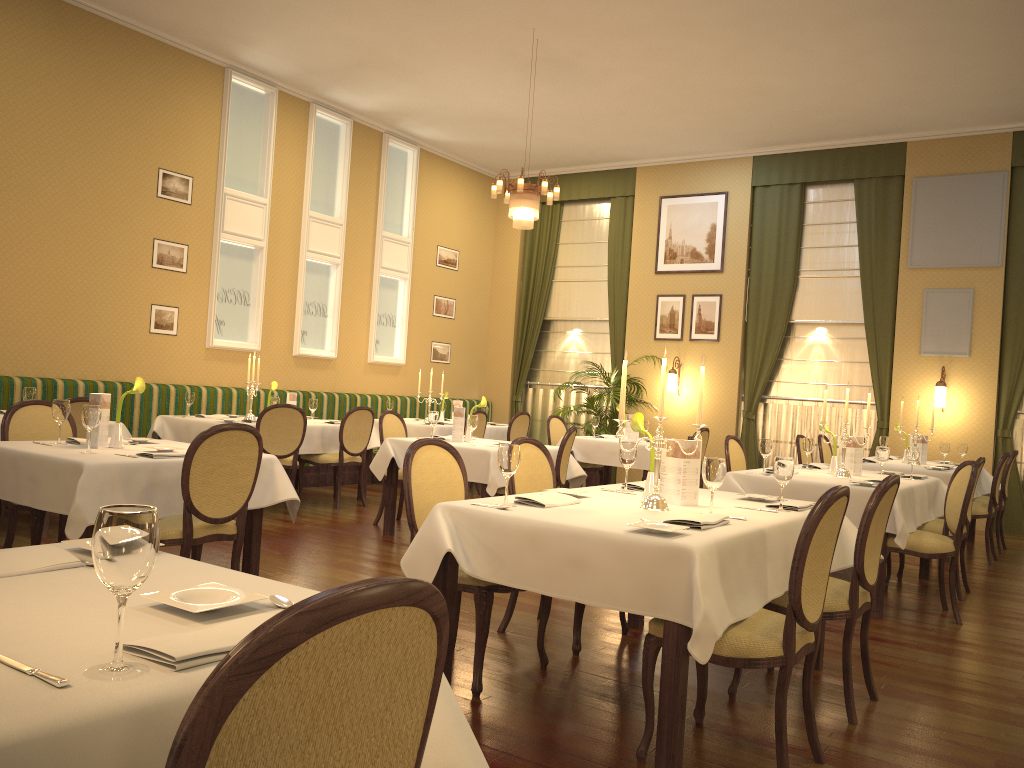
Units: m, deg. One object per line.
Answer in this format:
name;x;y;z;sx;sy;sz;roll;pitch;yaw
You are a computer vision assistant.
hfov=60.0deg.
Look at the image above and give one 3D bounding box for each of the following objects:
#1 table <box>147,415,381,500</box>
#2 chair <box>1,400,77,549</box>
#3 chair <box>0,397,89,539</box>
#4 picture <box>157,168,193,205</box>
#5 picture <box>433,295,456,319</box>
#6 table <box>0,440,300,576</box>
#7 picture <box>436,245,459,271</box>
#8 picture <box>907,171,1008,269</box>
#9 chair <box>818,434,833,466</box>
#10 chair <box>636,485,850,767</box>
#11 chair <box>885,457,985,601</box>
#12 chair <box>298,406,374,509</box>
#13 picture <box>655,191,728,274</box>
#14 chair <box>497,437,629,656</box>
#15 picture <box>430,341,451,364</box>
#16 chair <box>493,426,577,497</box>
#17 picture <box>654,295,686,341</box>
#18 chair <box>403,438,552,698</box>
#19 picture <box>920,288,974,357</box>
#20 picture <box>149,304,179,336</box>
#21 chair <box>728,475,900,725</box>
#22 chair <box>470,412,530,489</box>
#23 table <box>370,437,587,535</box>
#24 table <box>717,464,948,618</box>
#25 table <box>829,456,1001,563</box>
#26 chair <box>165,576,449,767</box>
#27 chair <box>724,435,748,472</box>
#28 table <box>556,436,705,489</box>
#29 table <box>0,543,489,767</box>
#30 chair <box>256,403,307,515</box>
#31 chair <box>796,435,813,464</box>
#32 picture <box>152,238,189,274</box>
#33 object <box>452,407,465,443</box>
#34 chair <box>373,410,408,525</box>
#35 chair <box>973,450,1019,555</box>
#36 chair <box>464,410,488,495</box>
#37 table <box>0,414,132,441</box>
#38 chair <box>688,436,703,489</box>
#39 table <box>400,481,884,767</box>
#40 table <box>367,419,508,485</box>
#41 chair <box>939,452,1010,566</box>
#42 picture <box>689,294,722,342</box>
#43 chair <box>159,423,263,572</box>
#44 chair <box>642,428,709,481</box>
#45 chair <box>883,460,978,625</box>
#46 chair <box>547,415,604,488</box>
table;-2.265;0.724;8.430;1.385;0.759;2.152;4;-1;34
chair;-2.534;0.581;4.954;0.571;0.955;0.530;4;-1;34
chair;-3.158;0.549;6.152;0.571;0.955;0.530;4;-1;34
picture;-3.412;-1.998;8.988;0.008;0.294;0.401;4;-1;34
picture;-0.964;-1.096;12.692;0.008;0.294;0.504;4;-1;34
table;-1.961;0.711;4.556;1.389;0.759;1.395;3;-1;36
picture;-0.917;-1.799;12.698;0.008;0.294;0.504;4;-1;34
picture;5.026;-1.843;10.029;0.966;1.057;0.027;4;-1;34
chair;3.419;1.015;9.096;0.571;0.955;0.530;4;-1;34
chair;0.791;0.787;2.966;0.571;0.955;0.530;4;-1;34
chair;2.928;0.957;6.143;0.571;0.955;0.530;4;-1;34
chair;-1.647;0.670;8.399;0.571;0.955;0.530;4;-1;34
picture;2.381;-2.005;11.818;0.966;1.057;0.027;4;-1;34
chair;0.261;0.763;4.401;0.571;0.955;0.530;4;-1;34
picture;-1.016;-0.447;12.675;0.008;0.294;0.437;4;-1;34
chair;0.179;0.778;6.763;0.571;0.955;0.530;4;-1;14
picture;2.122;-0.895;11.937;0.412;0.619;0.022;4;-1;34
chair;-0.169;0.729;3.761;0.571;0.955;0.530;4;-1;34
picture;4.920;-0.695;10.038;0.512;0.769;0.027;4;-1;34
picture;-3.513;-0.646;8.962;0.008;0.294;0.313;4;-1;34
chair;1.260;0.824;3.664;0.571;0.955;0.530;4;-1;34
chair;-0.116;0.792;10.619;0.571;0.955;0.530;4;-1;34
table;-0.266;0.847;7.077;1.389;0.759;1.395;3;-1;36
table;2.311;1.012;6.173;1.385;0.759;2.152;4;-1;34
table;3.801;1.131;8.390;1.385;0.759;2.152;4;-1;34
chair;-0.423;0.690;1.161;0.571;0.955;0.530;4;-1;34
chair;1.928;0.896;6.880;0.571;0.955;0.530;4;-1;34
table;1.238;0.967;9.313;1.389;0.759;1.395;3;-1;36
table;-1.040;0.744;1.191;1.385;0.759;2.152;4;-1;34
chair;-2.097;0.634;7.721;0.530;0.955;0.571;4;-1;-31
chair;2.988;0.981;8.456;0.571;0.955;0.530;4;-1;34
picture;-3.459;-1.295;8.982;0.008;0.294;0.401;4;-1;34
object;-0.429;0.322;7.053;0.081;0.277;0.166;4;0;-10
chair;-0.836;0.716;7.484;0.571;0.955;0.530;4;-1;24
chair;4.418;1.076;8.360;0.571;0.955;0.530;4;-1;34
chair;-0.613;0.752;9.939;0.571;0.955;0.530;4;-1;34
table;-3.772;0.604;6.188;1.385;0.759;2.152;4;-1;34
chair;1.501;0.862;6.263;0.571;0.955;0.530;4;0;9
table;0.644;0.879;3.694;1.385;0.759;2.152;4;-1;34
table;-0.760;0.845;10.668;1.385;0.759;2.152;4;-1;34
chair;3.948;1.038;7.661;0.571;0.955;0.530;4;-1;34
picture;2.543;-0.869;11.652;0.412;0.619;0.022;4;-1;34
chair;-1.534;0.641;4.218;0.571;0.955;0.530;4;-1;34
chair;1.665;0.897;8.975;0.571;0.955;0.530;4;-1;34
chair;2.485;0.921;5.405;0.571;0.955;0.530;4;-1;14
chair;0.666;0.836;9.712;0.571;0.955;0.530;4;-1;34
